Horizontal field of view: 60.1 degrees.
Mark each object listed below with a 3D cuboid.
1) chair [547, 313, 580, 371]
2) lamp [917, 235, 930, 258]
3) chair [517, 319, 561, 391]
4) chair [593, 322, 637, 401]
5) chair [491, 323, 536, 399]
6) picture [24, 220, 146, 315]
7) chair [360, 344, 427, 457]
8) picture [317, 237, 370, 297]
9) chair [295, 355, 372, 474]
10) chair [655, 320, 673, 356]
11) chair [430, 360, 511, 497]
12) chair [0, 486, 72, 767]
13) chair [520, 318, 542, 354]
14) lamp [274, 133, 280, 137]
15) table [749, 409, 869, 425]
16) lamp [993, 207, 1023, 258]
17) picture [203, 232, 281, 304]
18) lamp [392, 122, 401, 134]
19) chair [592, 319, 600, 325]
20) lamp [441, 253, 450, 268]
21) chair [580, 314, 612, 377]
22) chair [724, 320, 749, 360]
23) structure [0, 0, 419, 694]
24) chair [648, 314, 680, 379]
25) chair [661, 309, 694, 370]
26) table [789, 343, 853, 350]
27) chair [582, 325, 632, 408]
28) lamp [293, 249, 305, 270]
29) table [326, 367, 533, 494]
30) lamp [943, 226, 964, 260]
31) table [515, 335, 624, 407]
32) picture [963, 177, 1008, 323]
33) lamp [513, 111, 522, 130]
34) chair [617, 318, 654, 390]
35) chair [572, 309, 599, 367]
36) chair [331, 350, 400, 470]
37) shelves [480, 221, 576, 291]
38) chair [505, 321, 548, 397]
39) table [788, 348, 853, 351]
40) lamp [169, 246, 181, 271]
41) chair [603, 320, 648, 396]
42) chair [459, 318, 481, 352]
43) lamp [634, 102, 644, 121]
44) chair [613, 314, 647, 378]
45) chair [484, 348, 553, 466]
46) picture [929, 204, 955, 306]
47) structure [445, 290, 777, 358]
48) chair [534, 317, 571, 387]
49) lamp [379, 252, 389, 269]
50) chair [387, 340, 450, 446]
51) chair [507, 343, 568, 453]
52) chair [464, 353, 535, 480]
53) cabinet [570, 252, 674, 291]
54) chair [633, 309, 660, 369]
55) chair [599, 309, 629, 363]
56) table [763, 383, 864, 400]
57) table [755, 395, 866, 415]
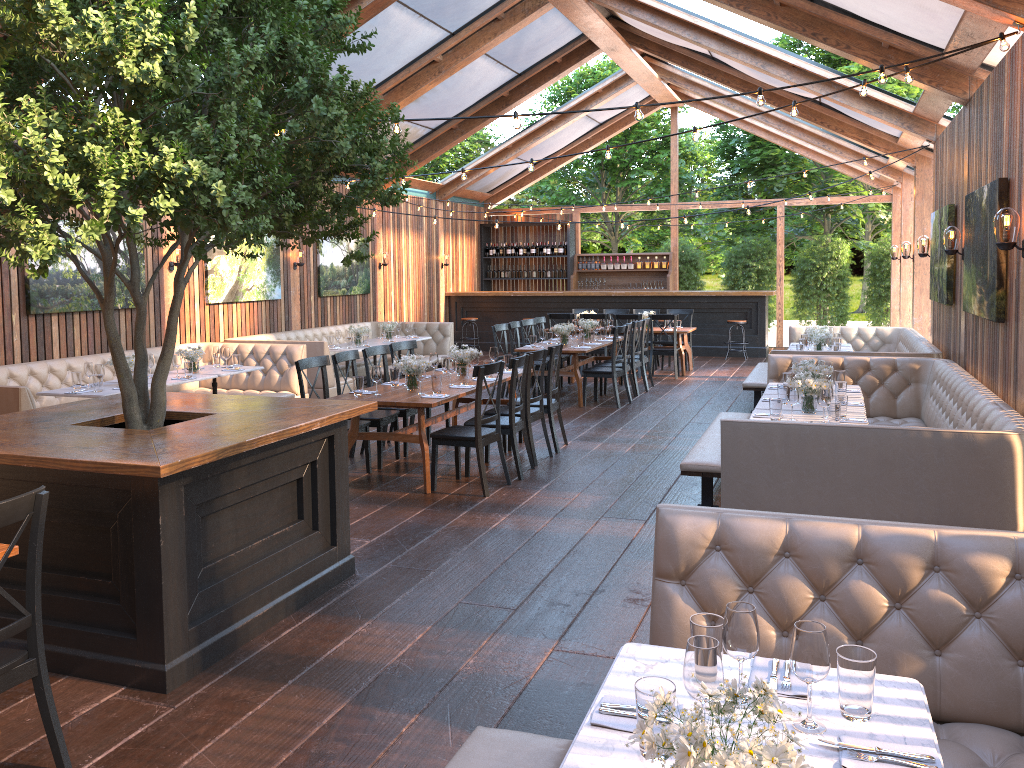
[{"bbox_3d":[0.860,-0.674,14.736,0.477,1.015,0.542,1,5,20],"label":"chair"},{"bbox_3d":[4.996,-1.641,10.709,0.178,0.319,0.147,1,5,20],"label":"lamp"},{"bbox_3d":[0.400,-0.425,12.859,0.540,1.016,0.479,1,5,25],"label":"chair"},{"bbox_3d":[1.380,-0.315,11.923,0.539,1.016,0.479,1,4,17],"label":"chair"},{"bbox_3d":[0.018,-0.284,11.808,0.540,1.016,0.479,1,5,20],"label":"chair"},{"bbox_3d":[-4.728,-1.318,9.904,0.065,0.993,1.659,1,6,20],"label":"picture"},{"bbox_3d":[-1.148,0.146,8.604,0.540,1.016,0.479,1,5,20],"label":"chair"},{"bbox_3d":[-2.851,-2.015,15.099,0.065,0.993,1.659,1,6,20],"label":"picture"},{"bbox_3d":[-1.530,0.287,7.553,0.540,1.016,0.479,1,5,20],"label":"chair"},{"bbox_3d":[2.971,-0.881,17.232,0.469,0.732,0.469,4,7,44],"label":"chair"},{"bbox_3d":[-0.341,0.329,7.122,0.540,1.016,0.479,1,5,25],"label":"chair"},{"bbox_3d":[-1.882,0.886,2.975,0.540,1.016,0.479,1,5,20],"label":"chair"},{"bbox_3d":[0.399,-0.972,18.166,0.468,0.732,0.470,0,5,3],"label":"chair"},{"bbox_3d":[-1.492,-1.628,5.623,0.056,0.120,0.056,-5,6,-45],"label":"lamp"},{"bbox_3d":[2.089,0.587,6.257,0.799,0.669,0.803,1,6,19],"label":"table"},{"bbox_3d":[3.117,-0.948,5.547,0.178,0.319,0.147,1,5,20],"label":"lamp"},{"bbox_3d":[-3.781,-1.669,12.524,0.065,0.993,1.659,1,6,20],"label":"picture"},{"bbox_3d":[-0.729,-1.634,5.592,0.056,0.120,0.056,-1,4,1],"label":"lamp"},{"bbox_3d":[1.685,-0.926,17.699,0.468,0.732,0.470,-1,5,-5],"label":"chair"},{"bbox_3d":[-1.412,-2.627,18.887,0.178,0.319,0.147,1,5,20],"label":"lamp"},{"bbox_3d":[1.386,-0.656,14.544,0.477,1.015,0.542,0,5,15],"label":"chair"},{"bbox_3d":[4.256,-0.836,16.766,0.468,0.732,0.470,0,5,7],"label":"chair"},{"bbox_3d":[-1.936,-0.664,4.590,2.717,3.680,2.864,2,6,29],"label":"structure"},{"bbox_3d":[2.439,-0.618,14.162,0.477,1.015,0.542,0,5,15],"label":"chair"},{"bbox_3d":[2.869,-0.777,15.344,0.477,1.015,0.542,1,5,25],"label":"chair"},{"bbox_3d":[4.188,-0.187,12.026,0.799,0.669,0.803,1,6,19],"label":"table"},{"bbox_3d":[1.213,-0.242,11.381,0.540,1.016,0.479,2,5,28],"label":"chair"},{"bbox_3d":[-3.293,-1.934,13.719,0.178,0.319,0.147,1,5,20],"label":"lamp"},{"bbox_3d":[-0.643,0.344,8.159,0.950,0.726,2.444,1,7,20],"label":"table"},{"bbox_3d":[4.063,-1.297,8.145,0.178,0.319,0.147,1,5,20],"label":"lamp"},{"bbox_3d":[0.897,-0.224,12.390,0.950,0.726,2.444,1,7,20],"label":"table"},{"bbox_3d":[3.646,-1.021,6.858,0.065,0.993,1.659,1,6,20],"label":"picture"},{"bbox_3d":[0.032,-1.654,5.547,0.056,0.119,0.057,0,4,7],"label":"lamp"},{"bbox_3d":[1.777,-0.454,12.954,0.540,1.016,0.479,1,5,20],"label":"chair"},{"bbox_3d":[1.290,-0.833,15.918,0.477,1.015,0.542,0,5,15],"label":"chair"},{"bbox_3d":[-1.339,0.217,8.079,0.539,1.016,0.480,1,4,15],"label":"chair"},{"bbox_3d":[0.380,-2.367,20.833,2.203,2.817,0.504,1,4,20],"label":"shelves"},{"bbox_3d":[0.209,-0.354,12.334,0.539,1.016,0.480,1,4,15],"label":"chair"},{"bbox_3d":[3.910,-0.085,11.261,0.799,0.669,0.803,1,6,20],"label":"table"},{"bbox_3d":[-4.226,-1.589,11.155,0.178,0.319,0.147,1,5,20],"label":"lamp"},{"bbox_3d":[1.592,-0.383,12.427,0.540,1.016,0.479,1,5,26],"label":"chair"},{"bbox_3d":[-0.886,-1.017,18.633,0.468,0.732,0.470,2,5,27],"label":"chair"},{"bbox_3d":[0.794,-1.702,5.525,0.056,0.120,0.056,-2,4,-14],"label":"lamp"},{"bbox_3d":[1.913,-0.637,14.353,0.477,1.015,0.542,1,5,20],"label":"chair"},{"bbox_3d":[0.053,0.189,8.168,0.540,1.016,0.479,1,5,23],"label":"chair"},{"bbox_3d":[4.592,-1.373,9.477,0.065,0.993,1.659,1,6,20],"label":"picture"},{"bbox_3d":[1.914,-1.283,18.343,6.804,1.269,0.861,2,5,20],"label":"structure"},{"bbox_3d":[0.592,-0.495,13.385,0.540,1.016,0.479,1,5,20],"label":"chair"},{"bbox_3d":[-2.354,-2.280,16.299,0.178,0.319,0.147,1,5,20],"label":"lamp"},{"bbox_3d":[-0.957,0.076,9.130,0.540,1.016,0.479,1,5,25],"label":"chair"},{"bbox_3d":[0.244,0.118,8.693,0.539,1.016,0.480,1,4,15],"label":"chair"},{"bbox_3d":[-0.115,0.260,7.634,0.539,1.016,0.480,1,4,15],"label":"chair"},{"bbox_3d":[2.489,-1.927,20.093,2.275,2.084,0.496,1,4,20],"label":"cabinet"},{"bbox_3d":[2.343,-0.796,15.535,0.477,1.015,0.542,0,5,15],"label":"chair"},{"bbox_3d":[1.816,-0.814,15.727,0.477,1.015,0.542,1,5,20],"label":"chair"},{"bbox_3d":[2.646,0.382,7.788,0.799,0.669,0.803,1,6,19],"label":"table"},{"bbox_3d":[2.367,0.484,7.022,0.799,0.669,0.803,1,6,20],"label":"table"}]
